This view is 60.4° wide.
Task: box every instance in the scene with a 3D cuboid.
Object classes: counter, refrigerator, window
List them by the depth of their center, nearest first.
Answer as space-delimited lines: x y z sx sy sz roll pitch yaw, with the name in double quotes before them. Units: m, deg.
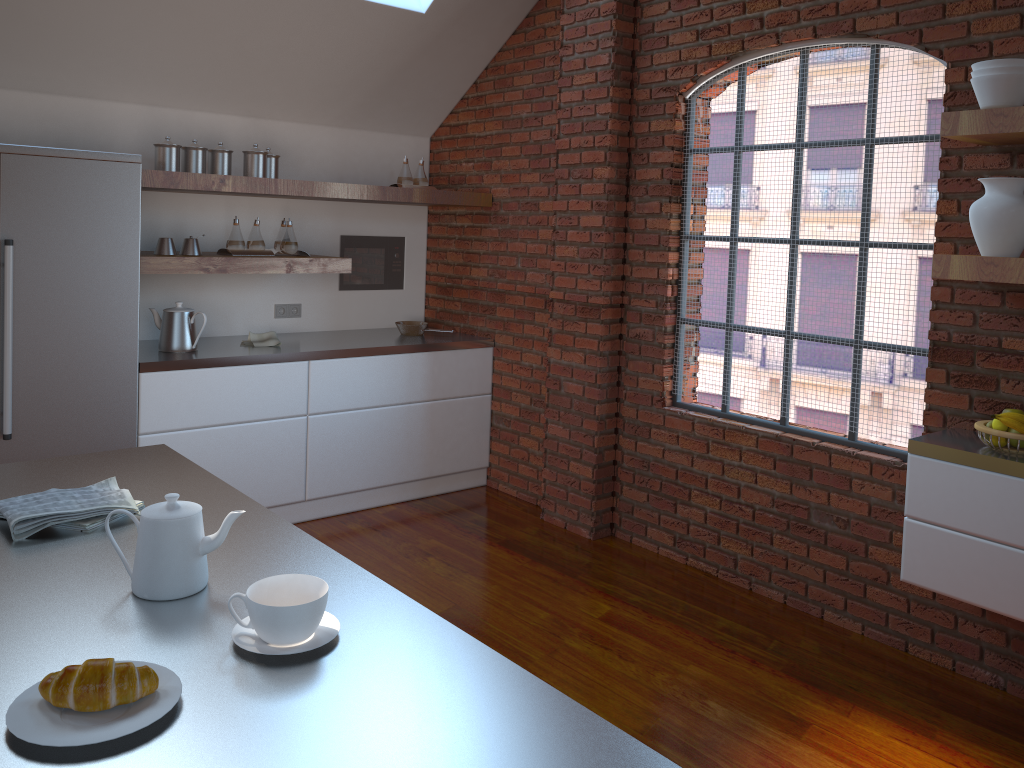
"counter" -0.327 0.514 0.832 1.027 0.129 3.174 -6 13 -39
"window" 5.046 -0.061 2.636 17.554 9.834 3.639 9 7 40
"refrigerator" -2.186 -0.126 3.793 0.913 1.760 0.787 -2 5 -40
"counter" -1.093 -0.211 4.751 1.989 0.044 0.721 -6 13 -40

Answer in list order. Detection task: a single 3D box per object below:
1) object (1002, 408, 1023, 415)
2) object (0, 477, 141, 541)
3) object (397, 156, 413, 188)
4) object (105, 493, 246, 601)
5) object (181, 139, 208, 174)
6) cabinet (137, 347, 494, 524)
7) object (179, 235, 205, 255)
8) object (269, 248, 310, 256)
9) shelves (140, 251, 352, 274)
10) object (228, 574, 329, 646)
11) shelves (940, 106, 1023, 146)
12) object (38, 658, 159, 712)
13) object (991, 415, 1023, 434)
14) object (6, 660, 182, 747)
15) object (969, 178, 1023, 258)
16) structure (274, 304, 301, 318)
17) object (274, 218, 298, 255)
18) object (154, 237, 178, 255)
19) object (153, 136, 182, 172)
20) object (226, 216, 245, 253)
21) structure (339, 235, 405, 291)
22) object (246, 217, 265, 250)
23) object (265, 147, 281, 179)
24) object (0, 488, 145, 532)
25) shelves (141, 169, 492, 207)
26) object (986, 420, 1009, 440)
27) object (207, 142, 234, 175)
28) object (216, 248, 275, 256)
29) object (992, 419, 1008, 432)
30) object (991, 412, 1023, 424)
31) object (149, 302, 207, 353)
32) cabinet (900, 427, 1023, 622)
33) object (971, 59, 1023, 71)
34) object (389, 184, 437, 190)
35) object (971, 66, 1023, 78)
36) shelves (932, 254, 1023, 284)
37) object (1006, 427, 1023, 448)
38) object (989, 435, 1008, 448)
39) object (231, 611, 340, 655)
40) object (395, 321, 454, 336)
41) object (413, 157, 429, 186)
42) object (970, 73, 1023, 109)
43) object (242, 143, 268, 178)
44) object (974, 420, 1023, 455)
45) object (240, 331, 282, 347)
"object" 1.608 0.109 2.820 0.069 0.061 0.069 -1 7 -23
"object" -0.884 0.245 1.749 0.233 0.049 0.166 -6 12 -40
"object" -0.610 -1.211 5.036 0.093 0.190 0.094 0 5 -28
"object" -0.553 0.256 1.442 0.197 0.154 0.119 -3 7 -34
"object" -1.541 -1.099 4.263 0.127 0.176 0.129 -3 8 -45
"cabinet" -1.110 0.218 4.774 1.989 0.811 0.718 -5 9 -40
"object" -1.555 -0.676 4.262 0.106 0.099 0.107 2 7 2
"object" -1.190 -0.695 4.633 0.195 0.032 0.226 -4 11 -30
"shelves" -1.447 -0.618 4.457 1.069 0.075 0.661 -6 13 -40
"object" -0.331 0.333 1.284 0.125 0.069 0.117 8 10 34
"shelves" 1.993 -0.723 2.335 0.338 0.076 1.551 -6 13 -39
"object" -0.510 0.367 1.086 0.138 0.051 0.063 -1 8 -21
"object" 1.590 0.151 2.738 0.176 0.094 0.065 2 5 -3
"object" -0.507 0.392 1.076 0.194 0.014 0.197 -1 11 -19
"object" 1.570 -0.530 2.816 0.192 0.247 0.194 2 6 -1
"structure" -1.291 -0.420 5.051 0.160 0.079 0.033 -5 8 -40
"object" -1.188 -0.777 4.629 0.093 0.191 0.204 0 7 -31
"object" -1.647 -0.657 4.186 0.106 0.081 0.107 1 8 -11
"object" -1.629 -1.084 4.159 0.127 0.176 0.129 -3 8 -45
"object" -1.386 -0.748 4.418 0.093 0.190 0.094 0 5 -28
"structure" -0.851 -0.740 5.391 0.458 0.332 0.013 -4 6 -40
"object" -1.306 -0.757 4.491 0.093 0.191 0.094 2 4 3
"object" -1.272 -1.144 4.581 0.127 0.176 0.129 -3 8 -45
"object" -0.896 0.253 1.783 0.232 0.026 0.166 5 10 15
"shelves" -1.084 -1.036 4.730 1.983 0.075 0.661 -6 13 -40
"object" 1.566 0.154 2.842 0.074 0.075 0.073 5 7 25
"object" -1.450 -1.114 4.370 0.127 0.176 0.129 -3 8 -45
"object" -1.349 -0.670 4.458 0.224 0.032 0.197 -6 13 -41
"object" 1.551 0.130 2.796 0.045 0.052 0.052 7 8 38
"object" 1.603 0.131 2.753 0.184 0.084 0.067 2 6 -2
"object" -1.614 -0.278 4.235 0.301 0.237 0.183 1 6 -9
"cabinet" 1.946 0.532 2.398 0.338 0.471 1.638 -2 10 -40
"object" 1.530 -0.945 2.743 0.180 0.103 0.183 2 8 -4
"object" -0.574 -1.132 5.076 0.224 0.032 0.197 -6 13 -41
"object" 1.529 -0.922 2.744 0.180 0.103 0.183 2 8 -4
"shelves" 1.976 -0.273 2.358 0.338 0.076 1.551 -6 13 -39
"object" 1.600 0.167 2.776 0.077 0.065 0.077 1 7 -7
"object" 1.541 0.178 2.789 0.046 0.045 0.056 1 7 -7
"object" -0.329 0.364 1.284 0.154 0.012 0.156 0 10 -12
"object" -0.526 -0.315 5.138 0.350 0.073 0.195 8 11 30
"object" -0.530 -1.220 5.109 0.093 0.191 0.094 2 4 3
"object" 1.529 -0.901 2.745 0.180 0.103 0.183 2 8 -4
"object" -1.280 -1.110 4.386 0.127 0.176 0.129 -3 8 -45
"object" 1.604 0.175 2.803 0.235 0.070 0.238 3 9 7
"object" -1.299 -0.236 4.543 0.204 0.061 0.198 -1 10 -18
